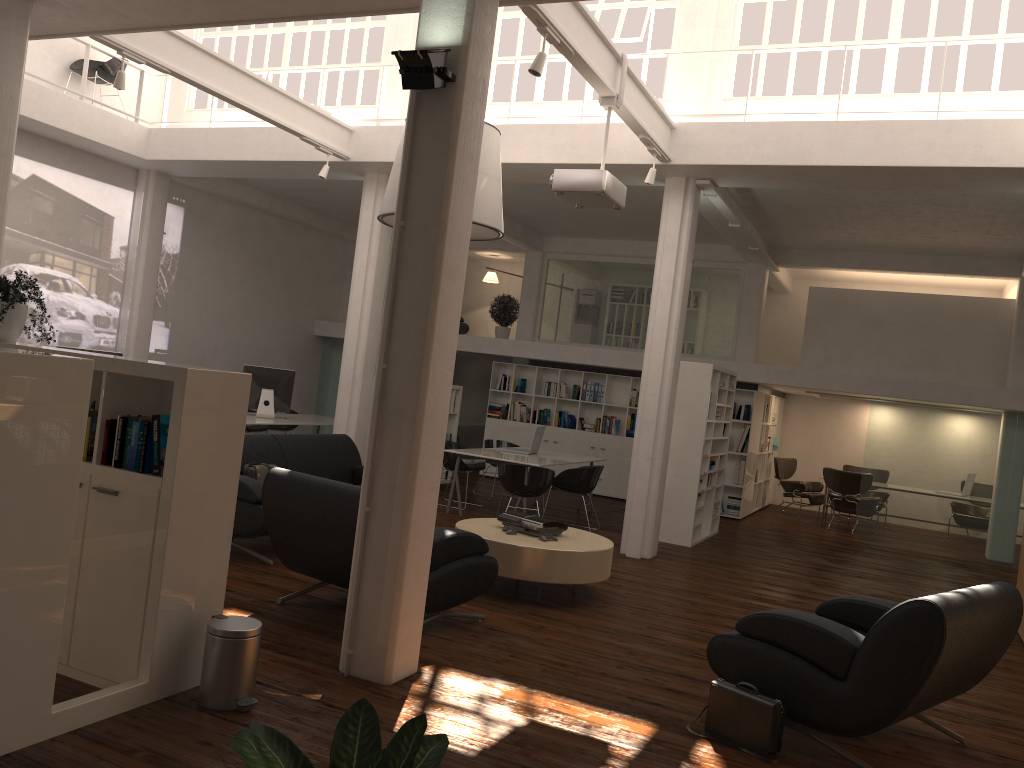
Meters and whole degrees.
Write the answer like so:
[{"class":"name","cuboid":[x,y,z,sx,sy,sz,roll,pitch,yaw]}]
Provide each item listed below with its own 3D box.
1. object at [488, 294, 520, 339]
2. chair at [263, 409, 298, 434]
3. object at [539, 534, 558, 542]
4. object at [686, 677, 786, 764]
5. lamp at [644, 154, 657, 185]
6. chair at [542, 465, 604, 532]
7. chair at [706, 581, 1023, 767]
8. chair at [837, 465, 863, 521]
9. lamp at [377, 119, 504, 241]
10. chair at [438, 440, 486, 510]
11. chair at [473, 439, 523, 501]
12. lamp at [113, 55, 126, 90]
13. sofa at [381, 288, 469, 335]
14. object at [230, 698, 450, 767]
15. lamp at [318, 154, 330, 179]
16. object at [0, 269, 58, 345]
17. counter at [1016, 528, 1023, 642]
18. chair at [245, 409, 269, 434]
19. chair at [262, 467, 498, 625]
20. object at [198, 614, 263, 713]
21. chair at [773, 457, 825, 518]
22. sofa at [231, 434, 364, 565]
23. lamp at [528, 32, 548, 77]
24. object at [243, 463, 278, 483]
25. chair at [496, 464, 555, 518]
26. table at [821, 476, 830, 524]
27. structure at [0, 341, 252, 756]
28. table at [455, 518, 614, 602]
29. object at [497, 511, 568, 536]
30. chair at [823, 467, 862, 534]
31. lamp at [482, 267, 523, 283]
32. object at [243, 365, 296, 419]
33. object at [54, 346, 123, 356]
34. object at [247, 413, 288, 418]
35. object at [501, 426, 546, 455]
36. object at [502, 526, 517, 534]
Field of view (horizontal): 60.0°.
[{"class":"object","cuboid":[-0.168,-1.517,20.421,0.793,1.127,0.770,7,0,22]},{"class":"chair","cuboid":[-4.750,0.987,17.942,0.795,1.004,0.757,7,0,-21]},{"class":"object","cuboid":[0.318,1.479,8.732,0.193,0.099,0.231,7,0,-43]},{"class":"object","cuboid":[1.425,2.047,5.527,0.618,0.376,0.271,7,0,40]},{"class":"lamp","cuboid":[1.662,-2.550,10.563,0.136,0.357,0.117,7,0,31]},{"class":"chair","cuboid":[0.948,1.680,13.338,0.757,1.004,0.795,7,0,19]},{"class":"chair","cuboid":[2.328,1.778,5.909,1.454,1.130,1.481,7,0,-44]},{"class":"chair","cuboid":[7.593,2.401,19.130,0.994,1.183,0.991,7,0,19]},{"class":"lamp","cuboid":[-0.513,-3.820,9.651,1.386,4.284,1.386,7,0,38]},{"class":"chair","cuboid":[-0.871,1.458,14.352,0.757,1.004,0.795,7,0,24]},{"class":"chair","cuboid":[-0.190,1.543,15.968,0.795,1.004,0.757,7,0,-31]},{"class":"lamp","cuboid":[-4.089,-3.254,9.290,0.136,0.357,0.117,7,0,31]},{"class":"sofa","cuboid":[-2.421,-1.776,22.966,1.467,1.119,3.087,7,0,24]},{"class":"object","cuboid":[-0.586,1.518,2.776,1.327,0.936,1.240,7,0,-26]},{"class":"lamp","cuboid":[-2.650,-3.075,12.512,0.136,0.357,0.117,7,0,18]},{"class":"object","cuboid":[-3.470,-0.544,6.134,0.646,0.504,0.709,7,0,-35]},{"class":"counter","cuboid":[4.756,2.043,6.970,0.689,1.141,6.858,7,0,24]},{"class":"chair","cuboid":[-5.049,0.949,16.656,0.757,1.004,0.795,7,0,24]},{"class":"chair","cuboid":[-1.094,1.361,7.422,1.454,1.130,1.481,7,0,36]},{"class":"object","cuboid":[-1.637,1.627,5.186,0.415,0.465,0.311,7,0,8]},{"class":"chair","cuboid":[6.167,2.226,19.138,0.991,1.183,0.994,7,0,44]},{"class":"sofa","cuboid":[-2.369,1.213,10.206,1.467,1.119,3.087,7,0,24]},{"class":"lamp","cuboid":[0.216,-2.730,7.329,0.136,0.357,0.117,7,0,18]},{"class":"object","cuboid":[-2.700,1.045,9.733,0.331,0.352,0.586,7,0,39]},{"class":"chair","cuboid":[0.158,1.582,12.169,0.795,1.004,0.757,7,0,-1]},{"class":"table","cuboid":[8.186,2.599,17.684,3.900,0.947,1.040,7,0,24]},{"class":"structure","cuboid":[-4.114,0.594,3.986,3.131,1.914,4.752,7,0,24]},{"class":"table","cuboid":[0.196,1.803,9.043,1.616,0.570,1.616,7,0,17]},{"class":"object","cuboid":[0.209,1.433,9.093,0.558,0.163,0.471,7,0,44]},{"class":"chair","cuboid":[6.666,2.286,17.449,0.994,1.183,0.991,7,0,39]},{"class":"lamp","cuboid":[0.363,-2.679,22.485,2.635,0.513,0.447,7,0,34]},{"class":"object","cuboid":[-4.286,0.152,15.498,0.886,0.888,0.347,7,0,-21]},{"class":"object","cuboid":[-5.734,-0.028,11.910,0.347,0.888,0.886,7,0,44]},{"class":"object","cuboid":[-4.437,0.564,15.895,0.804,0.032,0.217,7,0,-21]},{"class":"object","cuboid":[0.195,0.904,14.778,0.557,0.470,0.702,7,0,14]},{"class":"object","cuboid":[-0.021,1.456,8.848,0.119,0.062,0.193,7,0,-15]}]
